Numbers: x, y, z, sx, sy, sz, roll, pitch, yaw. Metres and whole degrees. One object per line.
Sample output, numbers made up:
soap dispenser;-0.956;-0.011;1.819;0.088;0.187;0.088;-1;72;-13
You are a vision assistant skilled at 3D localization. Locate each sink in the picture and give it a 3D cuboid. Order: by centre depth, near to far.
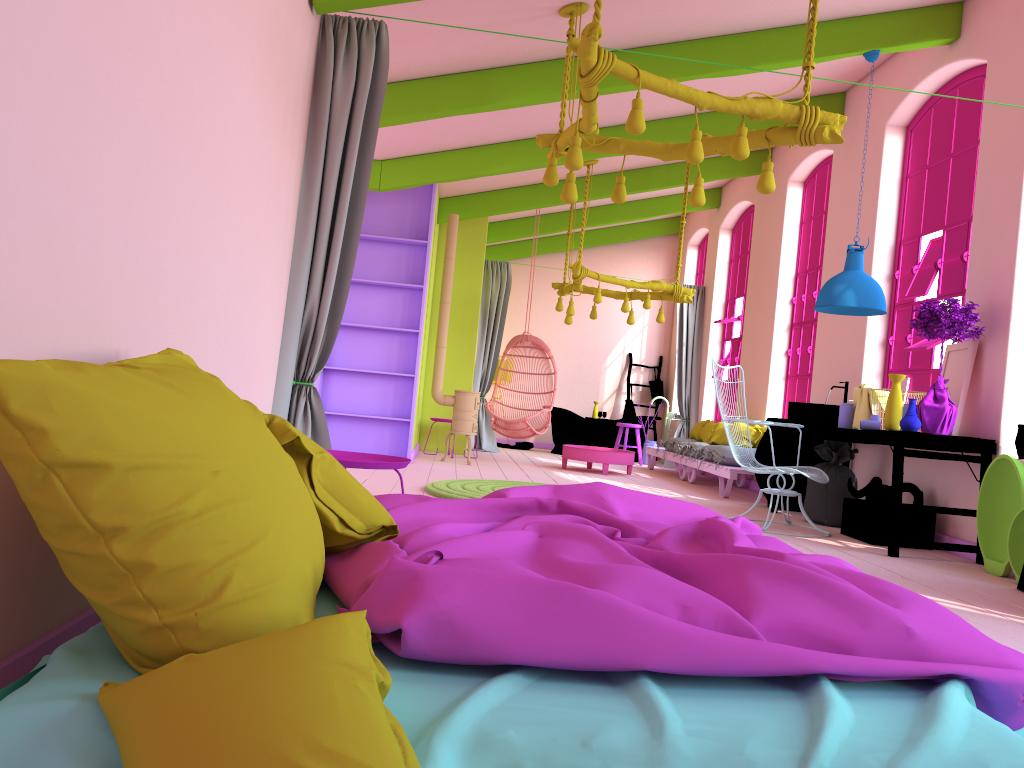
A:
sink;2.562;0.252;7.456;0.340;0.194;0.609;6;-1;-4

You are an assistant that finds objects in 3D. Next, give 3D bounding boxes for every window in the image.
window;3.443;-0.983;7.127;0.492;3.003;1.497;6;0;-4
window;3.276;-0.964;9.582;0.072;3.047;1.275;6;0;-4
window;3.113;-0.926;12.031;0.551;3.009;1.514;6;0;-4
window;2.987;-0.914;13.935;0.072;3.047;1.275;6;0;-4

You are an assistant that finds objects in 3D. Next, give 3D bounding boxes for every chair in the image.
chair;1.988;0.472;6.731;0.924;1.238;1.079;5;-1;31
chair;0.199;-0.868;11.087;0.860;3.129;0.806;5;0;16
chair;1.659;0.872;12.889;0.473;0.593;0.446;6;-1;-35

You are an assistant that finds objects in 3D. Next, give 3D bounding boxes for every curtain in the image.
curtain;-0.997;-0.635;4.658;0.519;2.785;0.525;6;0;-23
curtain;-0.335;-0.438;12.817;0.519;2.785;0.525;6;0;-23
curtain;2.579;-0.099;13.002;0.518;2.785;0.525;5;0;15

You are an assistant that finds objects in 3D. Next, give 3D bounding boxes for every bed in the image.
bed;0.373;0.606;2.519;2.802;0.514;3.576;6;-1;-4

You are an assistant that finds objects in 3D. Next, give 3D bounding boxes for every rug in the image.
rug;0.265;0.907;7.075;1.889;0.050;1.888;6;-1;-16

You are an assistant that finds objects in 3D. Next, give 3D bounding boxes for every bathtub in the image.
bathtub;1.390;0.790;13.979;1.889;0.740;0.826;6;-1;-4

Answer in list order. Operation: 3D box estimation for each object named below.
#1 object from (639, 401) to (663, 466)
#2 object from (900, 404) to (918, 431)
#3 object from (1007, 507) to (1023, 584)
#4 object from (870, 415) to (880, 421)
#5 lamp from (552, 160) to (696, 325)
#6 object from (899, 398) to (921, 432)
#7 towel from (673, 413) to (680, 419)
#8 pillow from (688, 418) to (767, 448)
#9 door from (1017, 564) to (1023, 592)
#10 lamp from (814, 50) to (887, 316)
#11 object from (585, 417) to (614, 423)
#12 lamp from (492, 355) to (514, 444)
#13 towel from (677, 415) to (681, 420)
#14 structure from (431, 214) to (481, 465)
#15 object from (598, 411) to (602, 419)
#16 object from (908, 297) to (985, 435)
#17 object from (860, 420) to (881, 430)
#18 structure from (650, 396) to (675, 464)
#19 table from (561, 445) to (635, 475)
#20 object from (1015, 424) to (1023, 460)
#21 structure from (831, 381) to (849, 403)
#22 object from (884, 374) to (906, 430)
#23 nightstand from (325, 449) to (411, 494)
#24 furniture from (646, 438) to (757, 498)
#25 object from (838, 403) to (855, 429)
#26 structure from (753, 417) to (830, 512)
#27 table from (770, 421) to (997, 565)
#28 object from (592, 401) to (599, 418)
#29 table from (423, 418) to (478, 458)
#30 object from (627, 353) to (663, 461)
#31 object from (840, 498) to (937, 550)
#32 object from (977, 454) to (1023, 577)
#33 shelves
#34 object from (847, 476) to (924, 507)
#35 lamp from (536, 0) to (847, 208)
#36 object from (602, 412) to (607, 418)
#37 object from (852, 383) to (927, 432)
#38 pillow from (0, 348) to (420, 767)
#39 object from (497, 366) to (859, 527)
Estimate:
object;2.053;0.715;13.258;0.451;0.987;0.277;5;-1;41
object;2.755;0.239;6.148;0.109;0.197;0.109;5;-1;34
object;2.984;0.922;5.034;0.137;0.462;0.284;6;-1;-19
object;2.692;0.289;6.589;0.065;0.118;0.065;5;-1;45
lamp;1.163;-1.801;10.761;1.611;2.264;1.775;6;-1;-22
object;2.643;0.207;5.872;0.132;0.219;0.132;5;-1;13
towel;2.713;0.521;14.173;0.262;0.102;0.247;6;-1;-3
pillow;2.553;0.594;10.685;0.578;0.399;1.997;6;-1;-4
door;3.044;0.043;4.296;0.450;2.211;1.153;5;0;6
lamp;2.677;-1.550;6.783;0.528;2.002;0.529;5;0;28
object;1.378;0.576;13.979;0.360;0.068;1.323;6;-1;-4
lamp;-0.268;0.257;14.498;0.491;1.466;0.477;5;0;26
towel;2.730;0.518;13.906;0.247;0.102;0.262;6;-1;-13
structure;-0.553;-0.505;10.197;0.577;2.814;0.403;5;0;13
object;1.364;0.511;13.782;0.069;0.170;0.069;5;0;16
object;2.915;-0.125;6.035;0.441;0.950;0.502;6;-1;-44
object;2.633;0.306;6.518;0.137;0.076;0.076;5;-1;16
structure;2.399;0.733;14.026;0.451;1.061;0.254;5;-1;40
table;1.044;0.927;10.790;0.885;0.285;0.886;5;-1;22
object;3.289;0.372;5.614;0.182;0.222;0.182;6;-1;-26
structure;2.754;0.172;7.494;0.166;0.396;0.087;5;0;6
object;2.619;0.127;6.069;0.116;0.383;0.116;6;0;-30
nightstand;-0.773;0.543;3.989;0.595;0.458;0.596;5;-1;34
furniture;2.357;0.939;10.589;0.907;0.507;3.776;6;-1;-4
object;2.626;0.250;6.963;0.109;0.197;0.109;6;-1;-11
structure;2.629;0.757;8.323;0.718;0.845;0.717;6;-1;-36
table;2.727;0.749;6.817;0.655;0.820;2.193;6;-1;-4
object;1.314;0.436;13.944;0.097;0.321;0.097;5;0;7
table;-0.744;0.671;11.025;0.595;0.458;0.596;5;-1;34
object;2.177;0.375;14.765;0.603;1.764;0.410;6;0;-4
object;2.745;1.018;6.496;0.446;0.277;0.521;6;-1;-4
object;3.048;0.800;5.367;0.218;0.733;0.451;6;-1;-4
shelves;-1.854;-0.777;9.369;1.842;3.104;0.384;6;0;-4
object;2.776;0.930;6.643;0.300;0.448;0.672;6;-1;-28
lamp;0.811;-2.131;5.183;1.611;2.264;1.775;6;-1;-22
object;1.453;0.522;13.951;0.069;0.170;0.069;5;0;16
object;2.859;0.187;6.801;0.444;0.369;0.633;6;-1;-4
pillow;-0.676;0.335;2.191;0.848;0.822;2.617;6;-1;-14
object;1.319;0.310;10.986;2.827;1.580;7.865;6;-1;-3
